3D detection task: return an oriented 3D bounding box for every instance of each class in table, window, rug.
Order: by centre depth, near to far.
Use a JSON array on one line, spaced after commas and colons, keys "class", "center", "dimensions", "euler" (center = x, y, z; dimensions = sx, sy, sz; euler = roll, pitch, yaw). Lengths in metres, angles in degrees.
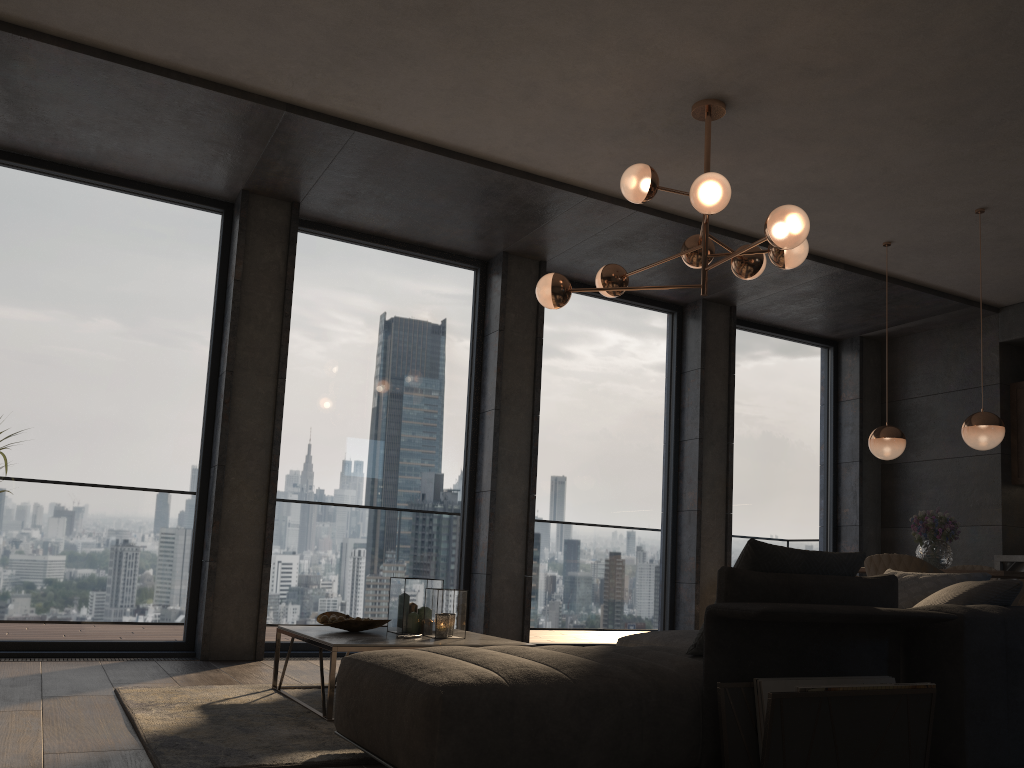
[{"class": "rug", "center": [-0.040, 1.492, 4.044], "dimensions": [3.158, 0.020, 1.746], "euler": [9, -13, -27]}, {"class": "table", "center": [-0.521, 1.315, 4.077], "dimensions": [0.935, 0.305, 0.939], "euler": [9, -13, -27]}, {"class": "table", "center": [2.654, 1.566, 5.587], "dimensions": [0.772, 0.759, 1.480], "euler": [8, -12, -27]}, {"class": "window", "center": [-0.105, 0.554, 6.769], "dimensions": [7.300, 2.966, 0.200], "euler": [9, -9, -27]}]

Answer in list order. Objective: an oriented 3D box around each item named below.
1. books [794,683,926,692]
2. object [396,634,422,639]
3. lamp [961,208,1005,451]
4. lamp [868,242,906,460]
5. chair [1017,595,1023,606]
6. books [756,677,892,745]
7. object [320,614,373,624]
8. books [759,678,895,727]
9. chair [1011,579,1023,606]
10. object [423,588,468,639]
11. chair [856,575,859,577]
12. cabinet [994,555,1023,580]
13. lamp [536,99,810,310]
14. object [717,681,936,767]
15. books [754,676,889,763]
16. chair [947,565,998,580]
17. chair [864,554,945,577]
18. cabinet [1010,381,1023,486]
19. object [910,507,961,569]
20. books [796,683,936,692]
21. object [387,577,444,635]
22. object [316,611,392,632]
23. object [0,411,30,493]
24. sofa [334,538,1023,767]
[{"class": "books", "center": [1.015, 1.053, 2.573], "dimensions": [0.570, 0.351, 0.065], "euler": [8, -9, -28]}, {"class": "object", "center": [-0.453, 1.131, 3.956], "dimensions": [0.046, 0.012, 0.183], "euler": [-2, -13, 23]}, {"class": "lamp", "center": [2.936, -0.349, 5.521], "dimensions": [0.239, 1.527, 0.241], "euler": [-3, -9, 38]}, {"class": "lamp", "center": [2.606, -0.236, 6.136], "dimensions": [0.240, 1.527, 0.241], "euler": [6, -7, -22]}, {"class": "chair", "center": [3.065, 1.381, 4.772], "dimensions": [0.557, 0.826, 0.515], "euler": [6, -9, -23]}, {"class": "books", "center": [0.970, 1.070, 2.662], "dimensions": [0.570, 0.350, 0.068], "euler": [8, -9, -28]}, {"class": "object", "center": [-0.749, 1.122, 4.141], "dimensions": [0.326, 0.071, 0.279], "euler": [12, -15, -38]}, {"class": "books", "center": [0.977, 1.067, 2.645], "dimensions": [0.570, 0.349, 0.079], "euler": [8, -9, -28]}, {"class": "chair", "center": [3.334, 1.550, 5.513], "dimensions": [0.512, 0.826, 0.559], "euler": [7, -9, -28]}, {"class": "object", "center": [-0.308, 1.058, 4.077], "dimensions": [0.150, 0.218, 0.149], "euler": [7, -9, -27]}, {"class": "chair", "center": [2.022, 1.499, 5.574], "dimensions": [0.511, 0.826, 0.561], "euler": [6, -9, -18]}, {"class": "cabinet", "center": [4.982, 1.634, 5.814], "dimensions": [0.603, 0.937, 3.424], "euler": [7, -12, -27]}, {"class": "lamp", "center": [0.971, -0.891, 4.611], "dimensions": [1.468, 1.026, 1.025], "euler": [-5, -12, 38]}, {"class": "object", "center": [0.927, 1.061, 2.583], "dimensions": [0.670, 0.348, 0.218], "euler": [8, -10, -27]}, {"class": "books", "center": [0.965, 1.072, 2.677], "dimensions": [0.570, 0.351, 0.063], "euler": [8, -9, -28]}, {"class": "chair", "center": [3.047, 1.658, 6.094], "dimensions": [0.513, 0.826, 0.559], "euler": [8, -10, -33]}, {"class": "chair", "center": [2.313, 1.400, 5.038], "dimensions": [0.513, 0.826, 0.559], "euler": [8, -10, -33]}, {"class": "cabinet", "center": [5.158, 0.171, 6.045], "dimensions": [0.371, 0.854, 3.424], "euler": [7, -12, -27]}, {"class": "object", "center": [2.714, 0.991, 5.660], "dimensions": [0.298, 0.404, 0.332], "euler": [-3, -10, 32]}, {"class": "books", "center": [1.015, 1.050, 2.559], "dimensions": [0.570, 0.351, 0.065], "euler": [8, -9, -28]}, {"class": "object", "center": [-0.464, 1.062, 4.231], "dimensions": [0.197, 0.258, 0.201], "euler": [7, -10, -27]}, {"class": "object", "center": [-0.742, 1.121, 4.147], "dimensions": [0.348, 0.083, 0.350], "euler": [-7, -15, 39]}, {"class": "object", "center": [-2.991, 0.709, 4.250], "dimensions": [1.023, 1.345, 0.964], "euler": [2, -9, 4]}, {"class": "sofa", "center": [0.736, 1.038, 3.559], "dimensions": [2.925, 0.774, 2.042], "euler": [9, -13, -28]}]
